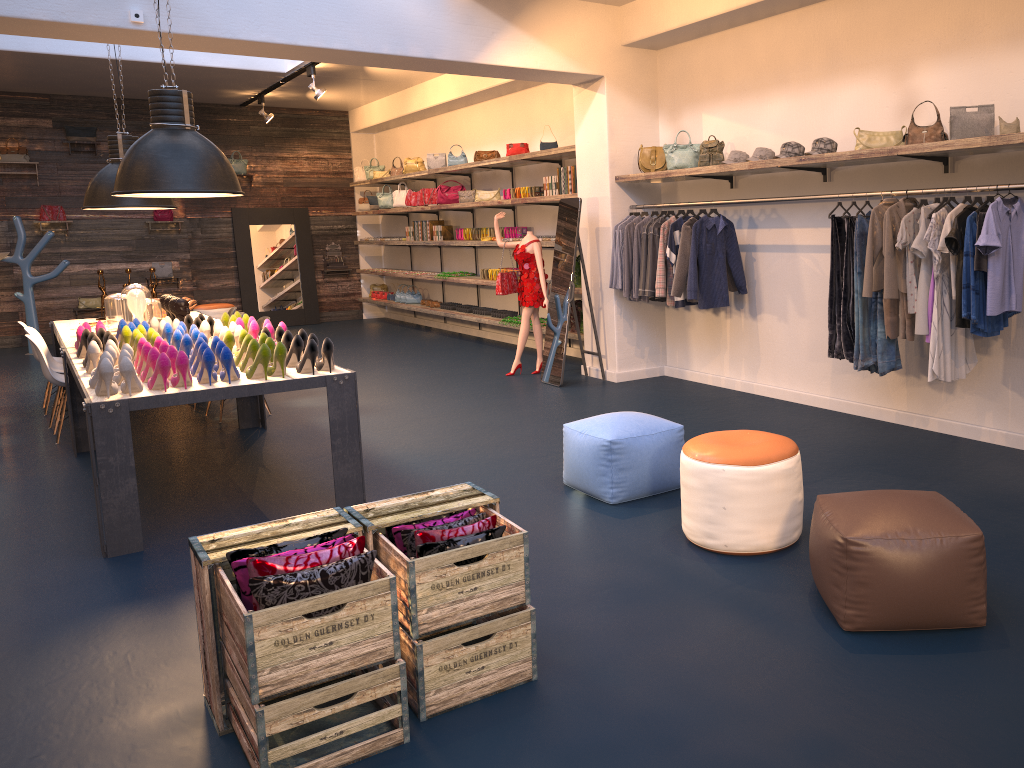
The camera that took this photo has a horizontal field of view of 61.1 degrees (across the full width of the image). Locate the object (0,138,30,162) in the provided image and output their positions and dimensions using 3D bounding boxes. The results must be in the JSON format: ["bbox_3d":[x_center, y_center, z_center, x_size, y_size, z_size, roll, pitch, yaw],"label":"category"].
[{"bbox_3d":[-6.837,-3.203,11.902,0.375,0.333,0.155,-5,8,-22],"label":"object"}]

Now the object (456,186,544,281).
[{"bbox_3d":[-0.178,-1.851,10.918,0.492,1.127,2.501,-6,11,-28],"label":"object"}]

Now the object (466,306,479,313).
[{"bbox_3d":[-0.521,-0.999,11.637,0.201,0.087,0.061,-8,9,-32],"label":"object"}]

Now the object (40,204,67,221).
[{"bbox_3d":[-6.451,-2.402,12.210,0.348,0.253,0.127,-10,11,-43],"label":"object"}]

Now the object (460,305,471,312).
[{"bbox_3d":[-0.616,-1.027,11.804,0.201,0.087,0.061,-8,9,-32],"label":"object"}]

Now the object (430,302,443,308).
[{"bbox_3d":[-1.072,-1.152,12.564,0.230,0.082,0.217,-10,13,-40],"label":"object"}]

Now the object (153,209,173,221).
[{"bbox_3d":[-5.237,-2.559,13.026,0.268,0.241,0.202,-8,10,-35],"label":"object"}]

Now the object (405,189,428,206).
[{"bbox_3d":[-1.380,-2.694,12.557,0.323,0.252,0.144,1,8,17],"label":"object"}]

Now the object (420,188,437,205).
[{"bbox_3d":[-1.152,-2.615,12.086,0.297,0.248,0.145,3,9,30],"label":"object"}]

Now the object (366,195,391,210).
[{"bbox_3d":[-2.129,-2.922,13.952,0.411,0.230,0.182,-1,8,6],"label":"object"}]

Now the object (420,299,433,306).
[{"bbox_3d":[-1.260,-1.228,13.014,0.224,0.082,0.224,-5,10,-19],"label":"object"}]

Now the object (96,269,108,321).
[{"bbox_3d":[-3.788,-0.826,8.023,0.148,0.465,0.132,-5,7,-20],"label":"object"}]

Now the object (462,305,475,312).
[{"bbox_3d":[-0.584,-1.017,11.747,0.201,0.087,0.061,-8,9,-32],"label":"object"}]

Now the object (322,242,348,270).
[{"bbox_3d":[-2.974,-2.150,14.568,0.387,0.457,0.217,-7,9,-32],"label":"object"}]

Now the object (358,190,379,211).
[{"bbox_3d":[-2.386,-3.044,14.378,0.342,0.332,0.171,0,8,11],"label":"object"}]

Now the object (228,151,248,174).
[{"bbox_3d":[-4.297,-3.451,13.551,0.401,0.364,0.162,-10,11,-43],"label":"object"}]

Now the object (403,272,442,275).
[{"bbox_3d":[-1.321,-1.626,12.758,0.384,0.029,0.823,-7,12,-29],"label":"object"}]

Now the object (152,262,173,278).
[{"bbox_3d":[-5.256,-1.722,13.076,0.290,0.228,0.075,-5,7,-17],"label":"object"}]

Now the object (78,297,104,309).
[{"bbox_3d":[-6.054,-1.180,12.544,0.213,0.173,0.395,5,11,36],"label":"object"}]

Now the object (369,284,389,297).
[{"bbox_3d":[-2.264,-1.597,14.790,0.370,0.232,0.201,-2,8,0],"label":"object"}]

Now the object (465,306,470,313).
[{"bbox_3d":[-0.553,-1.009,11.693,0.201,0.087,0.061,-8,9,-32],"label":"object"}]

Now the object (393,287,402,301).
[{"bbox_3d":[-1.801,-1.459,13.841,0.202,0.277,0.058,-2,7,-3],"label":"object"}]

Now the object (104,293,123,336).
[{"bbox_3d":[-2.992,-0.526,6.619,0.194,0.333,0.179,-4,8,-13],"label":"object"}]

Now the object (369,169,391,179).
[{"bbox_3d":[-2.110,-3.325,13.786,0.346,0.173,0.244,2,10,21],"label":"object"}]

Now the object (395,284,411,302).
[{"bbox_3d":[-1.702,-1.422,13.594,0.279,0.280,0.095,-3,7,-4],"label":"object"}]

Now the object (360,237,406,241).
[{"bbox_3d":[-2.011,-2.347,14.028,0.521,0.060,1.412,-7,12,-29],"label":"object"}]

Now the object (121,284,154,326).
[{"bbox_3d":[-2.783,-0.541,6.457,0.220,0.409,0.185,-9,10,-42],"label":"object"}]

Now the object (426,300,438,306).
[{"bbox_3d":[-1.155,-1.191,12.796,0.230,0.082,0.217,-10,13,-41],"label":"object"}]

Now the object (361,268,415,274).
[{"bbox_3d":[-1.995,-1.818,13.933,0.381,0.024,1.740,-7,12,-29],"label":"object"}]

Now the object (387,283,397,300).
[{"bbox_3d":[-1.928,-1.495,14.062,0.202,0.277,0.058,-2,7,-3],"label":"object"}]

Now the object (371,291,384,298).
[{"bbox_3d":[-2.255,-1.503,14.583,0.220,0.117,0.091,-2,8,1],"label":"object"}]

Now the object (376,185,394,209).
[{"bbox_3d":[-1.934,-2.912,13.485,0.358,0.364,0.182,0,8,10],"label":"object"}]

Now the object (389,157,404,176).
[{"bbox_3d":[-1.735,-3.285,13.135,0.273,0.297,0.111,3,9,29],"label":"object"}]

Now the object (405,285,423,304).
[{"bbox_3d":[-1.503,-1.369,13.273,0.274,0.280,0.097,-2,7,2],"label":"object"}]

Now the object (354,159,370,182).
[{"bbox_3d":[-2.415,-3.546,14.437,0.438,0.383,0.188,-3,7,-10],"label":"object"}]

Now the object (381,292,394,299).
[{"bbox_3d":[-2.040,-1.449,14.255,0.219,0.117,0.091,-1,8,1],"label":"object"}]

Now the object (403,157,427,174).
[{"bbox_3d":[-1.406,-3.142,12.466,0.353,0.232,0.210,1,9,17],"label":"object"}]

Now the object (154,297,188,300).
[{"bbox_3d":[-3.203,-0.701,7.997,0.205,0.201,0.478,7,12,45],"label":"object"}]

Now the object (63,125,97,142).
[{"bbox_3d":[-6.121,-3.554,12.338,0.454,0.230,0.164,-9,10,-38],"label":"object"}]

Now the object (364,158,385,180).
[{"bbox_3d":[-2.219,-3.466,14.027,0.358,0.364,0.182,0,8,10],"label":"object"}]

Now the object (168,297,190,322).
[{"bbox_3d":[-2.561,-0.527,6.708,0.167,0.283,0.143,-7,9,-32],"label":"object"}]

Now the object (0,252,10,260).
[{"bbox_3d":[-6.721,-1.556,11.296,0.362,0.438,0.330,-8,10,-34],"label":"object"}]

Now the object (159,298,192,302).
[{"bbox_3d":[-3.080,-0.665,7.779,0.205,0.201,0.477,5,12,39],"label":"object"}]

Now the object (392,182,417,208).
[{"bbox_3d":[-1.615,-2.856,13.084,0.404,0.383,0.204,1,8,20],"label":"object"}]

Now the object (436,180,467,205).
[{"bbox_3d":[-0.822,-2.579,11.681,0.373,0.335,0.279,-10,11,-42],"label":"object"}]

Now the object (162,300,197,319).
[{"bbox_3d":[-2.965,-0.632,7.578,0.205,0.201,0.477,5,12,39],"label":"object"}]

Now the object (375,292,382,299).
[{"bbox_3d":[-2.156,-1.475,14.411,0.220,0.117,0.091,-2,8,1],"label":"object"}]

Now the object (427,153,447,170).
[{"bbox_3d":[-1.025,-3.044,11.880,0.269,0.228,0.081,0,7,9],"label":"object"}]

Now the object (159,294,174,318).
[{"bbox_3d":[-2.794,-0.594,7.116,0.167,0.283,0.143,-7,9,-32],"label":"object"}]

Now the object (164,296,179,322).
[{"bbox_3d":[-2.679,-0.561,6.915,0.167,0.283,0.143,-7,9,-32],"label":"object"}]

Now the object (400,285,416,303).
[{"bbox_3d":[-1.603,-1.395,13.433,0.274,0.280,0.097,-2,7,2],"label":"object"}]

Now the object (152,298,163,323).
[{"bbox_3d":[-2.779,-0.515,6.661,0.190,0.287,0.160,-9,10,-42],"label":"object"}]

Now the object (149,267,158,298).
[{"bbox_3d":[-3.396,-0.880,8.278,0.129,0.465,0.151,2,9,35],"label":"object"}]

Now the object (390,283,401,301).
[{"bbox_3d":[-1.865,-1.478,13.959,0.208,0.277,0.057,-4,7,-12],"label":"object"}]
